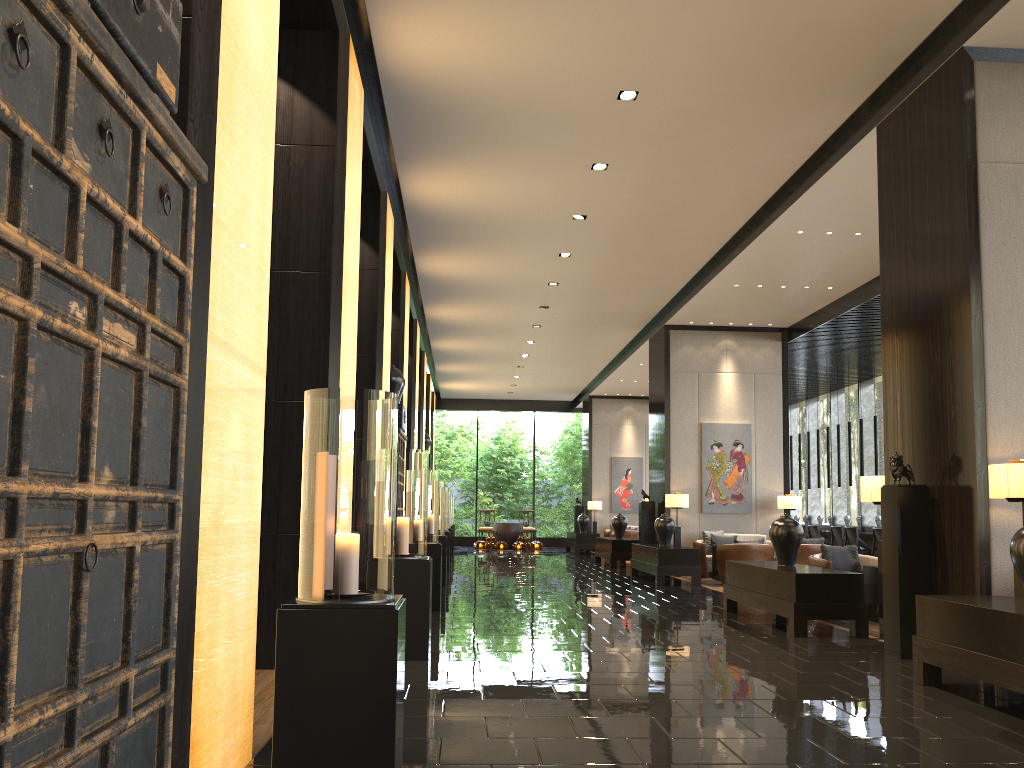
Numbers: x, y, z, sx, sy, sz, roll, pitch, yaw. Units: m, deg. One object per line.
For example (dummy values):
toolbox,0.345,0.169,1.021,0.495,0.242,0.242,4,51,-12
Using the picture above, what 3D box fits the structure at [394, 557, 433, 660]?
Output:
structure,-0.757,1.518,6.046,0.402,0.654,0.404,1,-6,-3

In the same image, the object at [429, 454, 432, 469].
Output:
object,-1.936,1.703,19.400,0.365,0.313,0.610,1,-8,-3

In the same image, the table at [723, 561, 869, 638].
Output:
table,2.544,1.945,8.183,0.620,0.510,1.972,1,-8,-3

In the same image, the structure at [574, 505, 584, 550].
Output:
structure,1.824,3.928,24.162,0.240,1.211,0.241,1,-5,-3

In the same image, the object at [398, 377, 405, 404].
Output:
object,-1.463,0.049,10.835,0.312,0.490,0.313,3,-6,-22

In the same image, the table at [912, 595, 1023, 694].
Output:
table,2.757,1.385,4.336,0.620,0.510,1.972,1,-8,-3

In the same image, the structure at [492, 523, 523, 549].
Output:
structure,-0.119,4.240,24.768,0.874,0.706,0.879,3,-7,-15

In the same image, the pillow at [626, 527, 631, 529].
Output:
pillow,2.889,3.874,23.138,0.472,0.359,0.220,2,-6,-6

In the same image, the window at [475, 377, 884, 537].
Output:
window,2.382,0.501,11.031,12.053,4.203,32.085,1,-8,-3

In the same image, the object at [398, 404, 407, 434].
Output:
object,-1.450,0.426,10.627,0.365,0.313,0.610,1,-8,-3

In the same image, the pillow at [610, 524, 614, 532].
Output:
pillow,2.780,3.874,23.289,0.433,0.397,0.202,4,-6,-25

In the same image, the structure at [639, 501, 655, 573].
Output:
structure,2.319,2.627,15.225,0.240,1.211,0.241,1,-5,-3

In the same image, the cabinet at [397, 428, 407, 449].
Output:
cabinet,-1.576,1.529,10.497,0.547,1.912,1.194,1,-6,-3

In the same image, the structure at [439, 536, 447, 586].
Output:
structure,-1.081,2.368,11.889,0.402,0.654,0.404,1,-6,-3

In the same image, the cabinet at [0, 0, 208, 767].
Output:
cabinet,-1.092,0.258,1.769,0.547,1.912,1.194,1,-6,-3

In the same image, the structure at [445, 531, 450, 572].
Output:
structure,-1.242,2.793,14.810,0.402,0.654,0.404,1,-6,-3

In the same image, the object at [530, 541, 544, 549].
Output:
object,0.677,4.448,24.465,0.370,0.228,0.371,5,-9,-30

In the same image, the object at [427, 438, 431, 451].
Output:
object,-1.949,1.326,19.608,0.312,0.490,0.313,3,-6,-22

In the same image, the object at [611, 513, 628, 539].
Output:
object,2.081,2.742,17.124,0.311,0.490,0.313,-1,-6,16

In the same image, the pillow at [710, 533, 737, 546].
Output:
pillow,3.386,2.567,14.158,0.472,0.359,0.220,2,-6,-6

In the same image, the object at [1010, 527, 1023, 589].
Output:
object,2.600,0.873,4.303,0.311,0.490,0.313,-1,-6,16

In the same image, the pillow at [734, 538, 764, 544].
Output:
pillow,3.320,2.318,12.377,0.441,0.336,0.206,0,-6,4

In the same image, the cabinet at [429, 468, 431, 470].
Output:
cabinet,-2.061,2.806,19.270,0.547,1.912,1.194,1,-6,-3

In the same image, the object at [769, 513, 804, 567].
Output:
object,2.570,1.457,8.296,0.312,0.490,0.313,3,-6,-22

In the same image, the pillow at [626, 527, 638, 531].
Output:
pillow,2.822,3.625,21.357,0.441,0.336,0.206,0,-6,4

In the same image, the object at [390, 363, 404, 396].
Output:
object,-1.445,0.001,10.504,0.312,0.490,0.312,5,-7,-37

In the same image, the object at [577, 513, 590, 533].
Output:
object,1.796,3.492,22.279,0.311,0.490,0.313,-1,-6,16

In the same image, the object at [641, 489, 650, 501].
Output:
object,2.304,1.922,15.297,0.161,0.216,0.102,2,-6,-15

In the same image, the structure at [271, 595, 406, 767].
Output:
structure,-0.596,1.092,3.124,0.402,0.654,0.404,1,-6,-3

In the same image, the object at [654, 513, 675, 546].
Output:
object,2.293,2.184,13.291,0.311,0.490,0.313,-1,-6,16

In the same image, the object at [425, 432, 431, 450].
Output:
object,-1.931,1.278,19.278,0.312,0.490,0.313,4,-7,-29

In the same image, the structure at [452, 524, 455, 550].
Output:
structure,-1.728,4.069,23.574,0.402,0.654,0.404,1,-6,-3

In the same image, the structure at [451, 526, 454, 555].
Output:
structure,-1.566,3.644,20.653,0.402,0.654,0.404,1,-6,-3

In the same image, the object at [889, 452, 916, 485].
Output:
object,2.802,0.610,6.377,0.176,0.244,0.116,1,-6,-3

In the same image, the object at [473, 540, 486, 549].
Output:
object,-0.864,4.419,24.400,0.370,0.228,0.372,-1,-8,14

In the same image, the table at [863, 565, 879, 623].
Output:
table,3.929,1.983,8.299,1.042,0.514,0.579,1,-7,-3

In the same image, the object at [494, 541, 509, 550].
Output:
object,-0.277,4.347,23.852,0.370,0.228,0.372,-2,-8,19

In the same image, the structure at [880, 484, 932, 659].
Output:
structure,2.813,1.329,6.311,0.240,1.211,0.241,1,-5,-3

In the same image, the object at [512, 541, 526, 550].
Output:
object,0.183,4.357,23.881,0.369,0.228,0.372,1,-7,-1

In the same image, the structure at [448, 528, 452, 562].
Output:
structure,-1.404,3.219,17.731,0.402,0.654,0.404,1,-6,-3

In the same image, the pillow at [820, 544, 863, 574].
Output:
pillow,3.415,1.849,9.190,0.399,0.360,0.223,1,-6,-3

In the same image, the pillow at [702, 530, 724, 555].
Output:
pillow,3.277,2.567,14.309,0.433,0.397,0.202,4,-6,-25

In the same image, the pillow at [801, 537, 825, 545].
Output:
pillow,4.177,2.332,12.426,0.399,0.360,0.223,1,-6,-3

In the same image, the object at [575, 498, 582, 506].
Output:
object,1.814,3.207,24.221,0.176,0.244,0.116,1,-6,2

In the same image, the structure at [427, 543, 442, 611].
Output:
structure,-0.919,1.943,8.967,0.402,0.654,0.404,1,-6,-3
